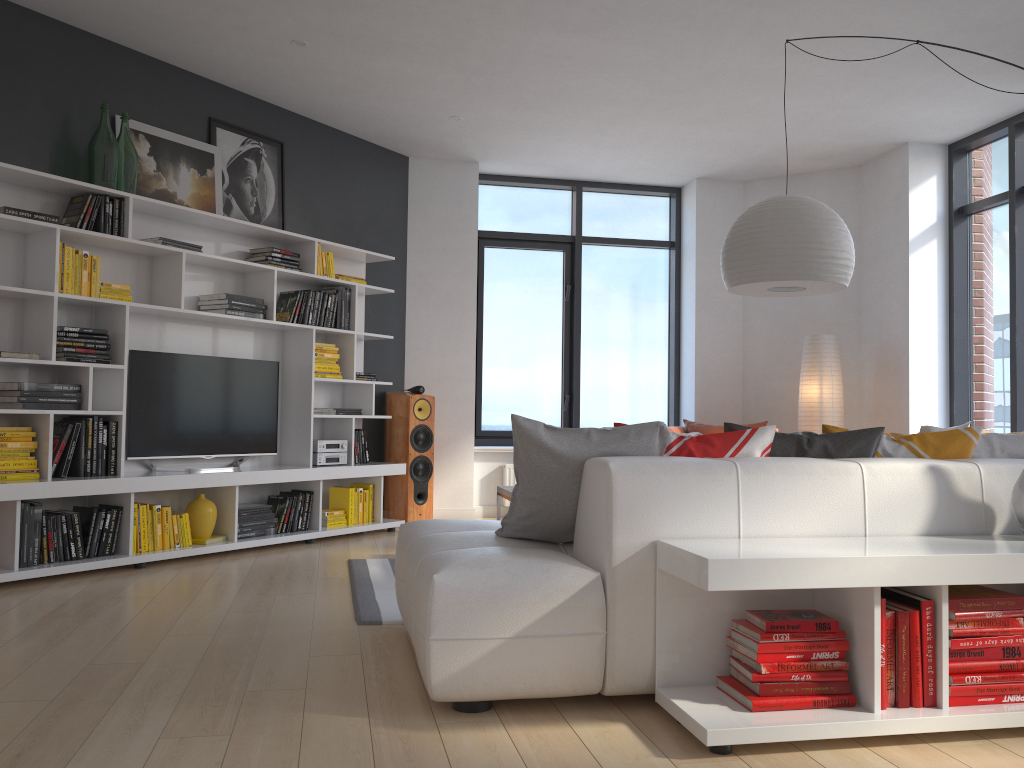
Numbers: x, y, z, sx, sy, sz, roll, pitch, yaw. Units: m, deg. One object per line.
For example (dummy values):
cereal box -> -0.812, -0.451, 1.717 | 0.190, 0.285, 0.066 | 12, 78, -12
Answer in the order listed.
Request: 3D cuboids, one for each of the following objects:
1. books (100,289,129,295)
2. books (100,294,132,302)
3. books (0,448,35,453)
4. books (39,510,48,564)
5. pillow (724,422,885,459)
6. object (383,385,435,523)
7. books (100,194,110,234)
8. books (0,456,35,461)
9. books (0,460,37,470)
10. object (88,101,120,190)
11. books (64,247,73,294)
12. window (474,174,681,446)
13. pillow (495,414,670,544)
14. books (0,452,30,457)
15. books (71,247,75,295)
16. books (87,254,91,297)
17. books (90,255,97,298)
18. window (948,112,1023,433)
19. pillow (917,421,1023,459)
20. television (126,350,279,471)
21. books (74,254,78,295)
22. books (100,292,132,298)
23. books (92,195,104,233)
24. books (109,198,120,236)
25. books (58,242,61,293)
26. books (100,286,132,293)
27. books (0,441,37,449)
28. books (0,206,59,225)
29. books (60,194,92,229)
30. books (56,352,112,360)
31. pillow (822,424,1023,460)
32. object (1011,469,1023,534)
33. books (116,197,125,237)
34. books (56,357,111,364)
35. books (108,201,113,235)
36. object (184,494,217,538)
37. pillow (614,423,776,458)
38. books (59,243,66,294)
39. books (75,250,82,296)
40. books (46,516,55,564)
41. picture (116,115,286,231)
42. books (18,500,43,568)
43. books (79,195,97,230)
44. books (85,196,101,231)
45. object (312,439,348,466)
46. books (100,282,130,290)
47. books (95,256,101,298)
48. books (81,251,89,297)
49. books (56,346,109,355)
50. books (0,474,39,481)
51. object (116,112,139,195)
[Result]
books -> -2.228, -0.505, 4.910 | 0.113, 0.018, 0.169 | -1, -3, 35
books -> -2.239, -0.468, 4.921 | 0.147, 0.033, 0.190 | -1, -3, 34
books -> -2.577, 0.334, 4.468 | 0.180, 0.019, 0.251 | -1, -3, 34
books -> -2.419, 0.769, 4.487 | 0.202, 0.268, 0.053 | -1, -3, 33
pillow -> 1.750, 0.362, 3.332 | 2.120, 0.436, 0.608 | 1, -2, -16
object -> -0.833, 0.558, 6.925 | 0.290, 1.088, 0.434 | 3, -3, -41
books -> -2.277, -0.918, 4.882 | 0.176, 0.232, 0.025 | -1, -3, 34
books -> -2.582, 0.373, 4.465 | 0.198, 0.015, 0.263 | -1, -3, 37
books -> -2.569, 0.402, 4.458 | 0.198, 0.044, 0.255 | -1, -3, 34
object -> -2.251, -1.306, 4.894 | 0.157, 0.507, 0.157 | 3, -3, -43
books -> -2.407, -0.590, 4.696 | 0.198, 0.255, 0.044 | -1, -3, 34
window -> 0.575, -0.635, 8.038 | 1.960, 2.402, 0.170 | 1, -2, -11
pillow -> 1.271, 0.361, 3.566 | 2.953, 0.453, 0.647 | 2, -2, -24
books -> -2.569, 0.354, 4.447 | 0.152, 0.024, 0.228 | -1, -3, 38
books -> -2.392, -0.591, 4.723 | 0.199, 0.263, 0.015 | -1, -3, 34
books -> -2.337, -0.577, 4.801 | 0.169, 0.239, 0.023 | -1, -3, 34
books -> -2.320, -0.573, 4.819 | 0.172, 0.234, 0.024 | -1, -3, 34
window -> 3.554, -0.665, 6.164 | 0.170, 2.402, 1.310 | 1, -2, -11
pillow -> 1.986, 0.397, 4.181 | 0.580, 0.456, 2.156 | 0, -2, 15
television -> -1.894, 0.178, 5.519 | 0.207, 0.704, 1.102 | -1, -3, 34
books -> -2.364, -0.573, 4.726 | 0.156, 0.229, 0.024 | -1, -3, 33
books -> -2.241, -0.491, 4.925 | 0.148, 0.011, 0.196 | -1, -3, 34
books -> -2.287, -0.913, 4.858 | 0.156, 0.221, 0.021 | -1, -3, 34
books -> -2.245, -0.909, 4.924 | 0.169, 0.218, 0.038 | -1, -3, 34
books -> -2.430, -0.600, 4.638 | 0.204, 0.270, 0.029 | -1, -3, 34
books -> -2.237, -0.520, 4.924 | 0.134, 0.014, 0.187 | -1, -3, 34
books -> -2.569, 0.307, 4.477 | 0.185, 0.035, 0.250 | -1, -3, 37
books -> -2.496, -0.844, 4.525 | 0.208, 0.046, 0.268 | -1, -3, 37
books -> -2.352, -0.915, 4.771 | 0.166, 0.213, 0.096 | -1, -3, 32
books -> -2.333, -0.147, 4.769 | 0.189, 0.025, 0.270 | -1, -3, 33
pillow -> 1.841, 0.402, 3.896 | 0.630, 0.440, 2.095 | -1, -3, 36
object -> 1.684, 0.273, 2.694 | 0.316, 0.398, 0.319 | 0, -2, 13
books -> -2.223, -0.915, 4.944 | 0.174, 0.230, 0.019 | -1, -3, 34
books -> -2.333, -0.122, 4.766 | 0.189, 0.026, 0.263 | -1, -3, 32
books -> -2.260, -0.902, 4.899 | 0.147, 0.200, 0.021 | -1, -3, 34
object -> -1.857, 0.785, 5.290 | 0.185, 0.257, 0.185 | 0, -2, 11
pillow -> 1.431, 0.381, 3.259 | 2.250, 0.449, 0.575 | 1, -2, -14
books -> -2.422, -0.599, 4.665 | 0.213, 0.270, 0.025 | -1, -3, 34
books -> -2.368, -0.585, 4.754 | 0.180, 0.251, 0.019 | -1, -3, 34
books -> -2.398, 0.786, 4.511 | 0.189, 0.240, 0.053 | -1, -3, 34
picture -> -1.936, -1.367, 5.658 | 0.076, 0.707, 1.279 | -1, -3, 34
books -> -2.472, 0.743, 4.416 | 0.259, 0.321, 0.128 | -1, -3, 34
books -> -2.339, -0.913, 4.801 | 0.171, 0.214, 0.087 | -1, -3, 34
books -> -2.313, -0.912, 4.818 | 0.154, 0.212, 0.074 | -1, -3, 33
object -> -1.347, 0.480, 6.228 | 0.270, 0.174, 0.285 | -1, -3, 34
books -> -2.249, -0.540, 4.929 | 0.138, 0.026, 0.186 | -1, -3, 34
books -> -2.309, -0.572, 4.843 | 0.172, 0.234, 0.024 | -1, -3, 34
books -> -2.351, -0.584, 4.776 | 0.185, 0.250, 0.035 | -1, -3, 34
books -> -2.352, -0.175, 4.774 | 0.209, 0.030, 0.266 | -1, -3, 32
books -> -2.557, 0.464, 4.450 | 0.204, 0.029, 0.270 | -1, -3, 39
object -> -2.213, -1.299, 5.055 | 0.157, 0.507, 0.157 | 3, -3, -43
